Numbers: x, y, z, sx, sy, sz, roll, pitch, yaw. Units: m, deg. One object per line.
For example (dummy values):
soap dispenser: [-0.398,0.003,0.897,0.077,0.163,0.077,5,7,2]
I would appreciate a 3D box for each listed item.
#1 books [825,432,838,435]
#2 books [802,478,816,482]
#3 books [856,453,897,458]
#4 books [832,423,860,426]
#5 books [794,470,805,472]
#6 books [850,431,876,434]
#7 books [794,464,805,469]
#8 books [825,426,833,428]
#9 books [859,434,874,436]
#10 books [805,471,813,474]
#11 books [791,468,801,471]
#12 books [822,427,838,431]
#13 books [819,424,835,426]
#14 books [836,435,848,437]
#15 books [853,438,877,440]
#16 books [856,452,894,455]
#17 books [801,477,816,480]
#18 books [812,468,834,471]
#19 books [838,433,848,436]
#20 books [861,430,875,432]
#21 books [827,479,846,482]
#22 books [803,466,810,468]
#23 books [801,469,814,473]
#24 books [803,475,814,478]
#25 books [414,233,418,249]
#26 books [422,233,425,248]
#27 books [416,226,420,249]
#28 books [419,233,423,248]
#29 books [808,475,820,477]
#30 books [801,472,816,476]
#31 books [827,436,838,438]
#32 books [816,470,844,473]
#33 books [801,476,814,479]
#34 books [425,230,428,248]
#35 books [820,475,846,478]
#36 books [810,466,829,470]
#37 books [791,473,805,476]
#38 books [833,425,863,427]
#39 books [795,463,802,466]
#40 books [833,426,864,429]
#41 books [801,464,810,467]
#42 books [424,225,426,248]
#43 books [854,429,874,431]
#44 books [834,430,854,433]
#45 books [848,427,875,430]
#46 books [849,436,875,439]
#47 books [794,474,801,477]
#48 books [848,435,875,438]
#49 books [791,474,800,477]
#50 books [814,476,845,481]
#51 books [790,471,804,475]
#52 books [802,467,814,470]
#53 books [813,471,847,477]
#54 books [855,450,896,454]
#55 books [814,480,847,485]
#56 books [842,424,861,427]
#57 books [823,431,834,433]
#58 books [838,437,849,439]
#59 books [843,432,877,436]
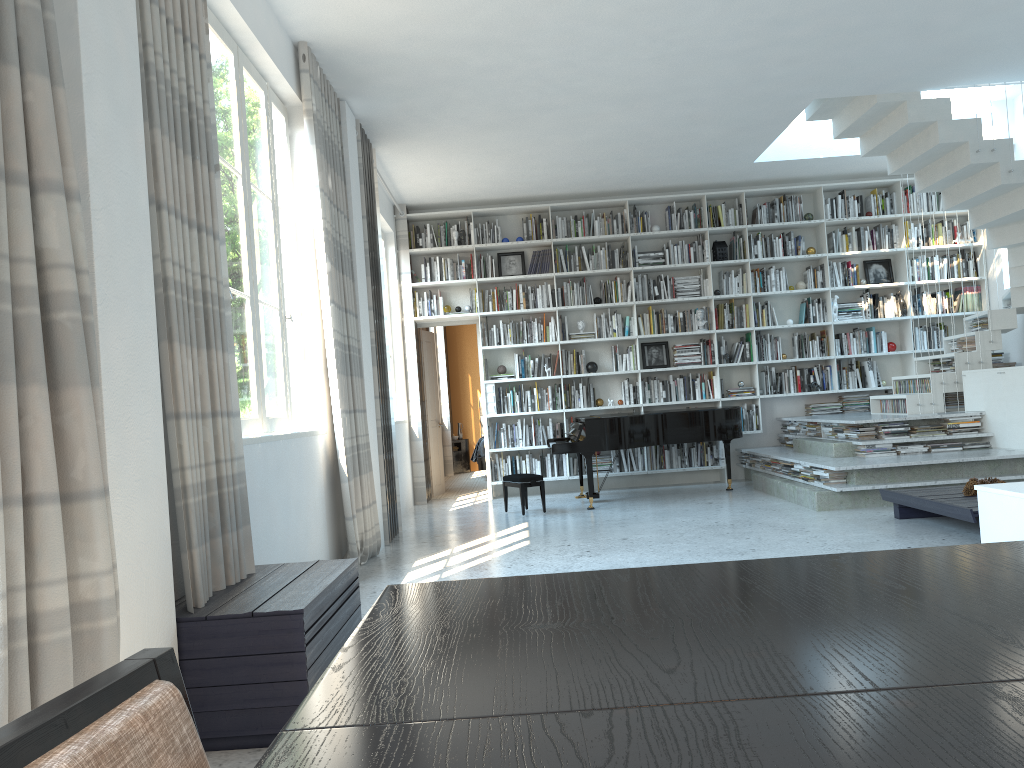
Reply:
books: [3.047,0.458,8.316,0.167,0.024,0.192,-4,-2,1]
books: [2.551,0.797,7.433,0.191,0.016,0.209,-4,-2,5]
books: [3.075,0.597,7.493,0.262,0.023,0.200,-4,-2,-2]
books: [3.019,0.358,8.012,0.189,0.022,0.237,-4,-2,5]
books: [2.561,0.751,7.735,0.171,0.007,0.260,-4,-2,3]
books: [3.060,0.418,7.734,0.137,0.012,0.242,-4,-2,1]
books: [2.572,0.717,7.735,0.141,0.028,0.222,-4,-2,-5]
books: [3.047,0.394,8.317,0.145,0.017,0.208,-4,-2,-5]
books: [3.057,0.441,7.734,0.134,0.006,0.227,-4,-2,4]
books: [2.567,0.737,7.434,0.150,0.004,0.290,-4,-2,4]
books: [2.558,0.740,7.735,0.180,0.017,0.183,-4,-2,-3]
books: [3.038,0.418,8.317,0.174,0.029,0.250,-4,-2,-2]
books: [3.022,0.380,8.317,0.192,0.014,0.256,-4,-2,-4]
books: [3.047,0.468,8.010,0.154,0.007,0.292,-4,-2,3]
books: [3.063,0.477,7.733,0.144,0.009,0.249,-4,-2,0]
books: [3.074,0.582,7.513,0.264,0.006,0.164,-4,-2,1]
books: [2.561,0.784,7.433,0.178,0.009,0.276,-4,-2,-2]
books: [2.549,0.682,7.130,0.176,0.010,0.266,-4,-2,-4]
books: [3.051,0.450,8.011,0.155,0.028,0.189,-4,-2,1]
books: [3.081,0.405,7.734,0.091,0.011,0.190,-4,-2,-2]
books: [2.587,0.770,7.129,0.132,0.014,0.205,-4,-2,0]
books: [2.551,0.689,7.435,0.178,0.010,0.196,-4,-2,5]
books: [2.555,0.723,7.434,0.168,0.013,0.281,-4,-2,-5]
books: [2.569,0.770,7.433,0.170,0.006,0.268,-4,-2,0]
books: [-1.044,-1.545,9.736,0.024,0.195,0.167,-4,-1,0]
books: [-0.963,-1.551,9.756,0.031,0.195,0.145,-4,-1,0]
books: [-1.022,-1.584,9.731,0.025,0.269,0.177,-4,-1,0]
books: [-0.993,-1.545,9.731,0.028,0.186,0.182,-4,-1,0]
books: [2.576,0.760,7.433,0.154,0.014,0.196,-4,-2,0]
books: [2.555,0.747,7.434,0.191,0.015,0.246,-4,-2,1]
books: [3.058,0.491,8.316,0.132,0.016,0.262,-4,-2,5]
books: [2.557,0.694,7.130,0.165,0.015,0.243,-4,-2,4]
books: [2.554,0.778,7.433,0.191,0.006,0.275,-4,-2,2]
books: [-0.927,-1.569,9.748,0.024,0.227,0.157,-4,-1,0]
books: [2.580,0.737,7.129,0.137,0.019,0.224,-4,-2,1]
books: [2.541,0.671,7.130,0.192,0.014,0.256,-4,-2,-4]
books: [2.564,0.781,7.734,0.180,0.008,0.267,-4,-2,-1]
books: [3.035,0.380,8.012,0.171,0.007,0.260,-4,-2,-2]
books: [2.568,0.697,7.736,0.139,0.013,0.288,-4,-2,5]
books: [3.035,0.390,8.011,0.168,0.013,0.281,-4,-2,-3]
books: [2.549,0.676,7.435,0.182,0.016,0.256,-4,-2,3]
books: [-0.946,-1.595,9.741,0.010,0.281,0.160,-4,-1,0]
books: [3.054,0.398,7.734,0.132,0.009,0.269,-4,-2,4]
books: [3.040,0.423,8.011,0.177,0.026,0.230,-4,-2,0]
books: [3.050,0.386,7.734,0.149,0.014,0.228,-4,-2,-2]
books: [3.046,0.466,7.733,0.161,0.014,0.212,-4,-2,4]
books: [2.570,0.789,7.734,0.159,0.009,0.275,-4,-2,3]
books: [3.051,0.452,7.734,0.152,0.015,0.208,-4,-2,-3]
books: [2.569,0.797,7.734,0.171,0.005,0.297,-4,-2,-1]
books: [2.549,0.757,7.129,0.187,0.017,0.205,-4,-2,5]
books: [2.557,0.772,7.735,0.189,0.013,0.215,-4,-2,-2]
books: [2.562,0.704,7.434,0.175,0.006,0.251,-4,-2,0]
books: [2.558,0.715,7.130,0.156,0.027,0.287,-4,-2,-5]
books: [3.074,0.575,7.513,0.285,0.008,0.159,-4,-2,-2]
books: [2.558,0.788,7.129,0.184,0.017,0.230,-4,-2,2]
books: [3.034,0.372,8.012,0.170,0.008,0.208,-4,-2,3]
books: [3.034,0.440,8.316,0.178,0.015,0.187,-4,-2,5]
books: [3.052,0.481,8.010,0.142,0.020,0.230,-4,-2,5]
books: [3.036,0.433,7.734,0.184,0.014,0.297,-4,-2,-1]
